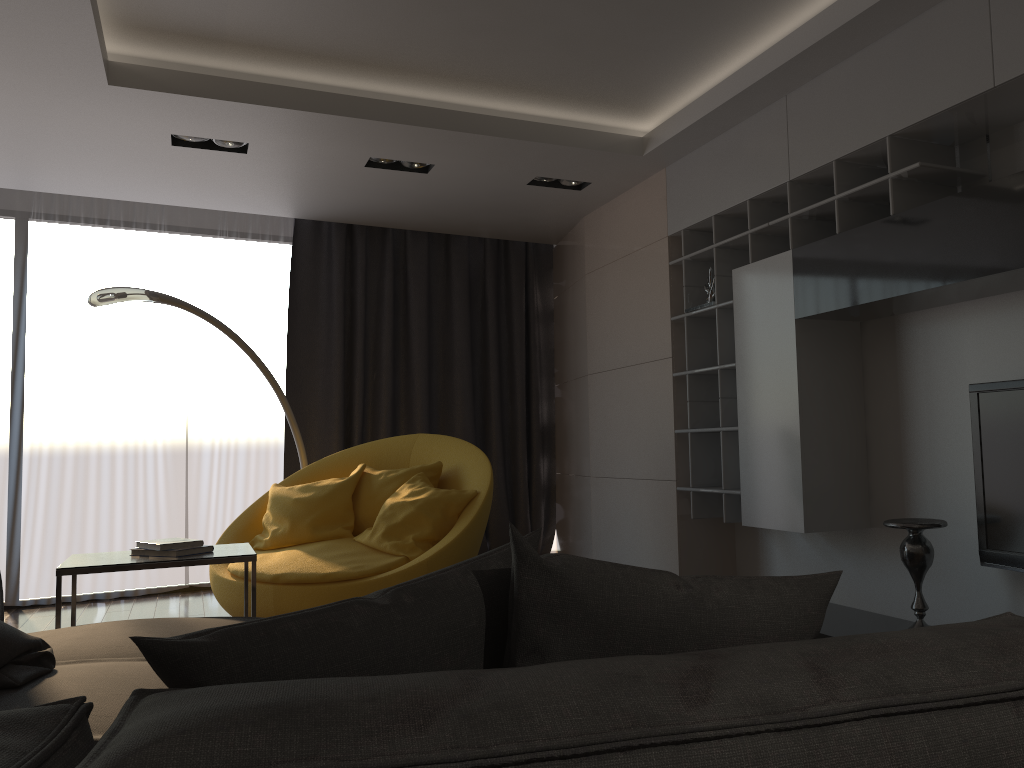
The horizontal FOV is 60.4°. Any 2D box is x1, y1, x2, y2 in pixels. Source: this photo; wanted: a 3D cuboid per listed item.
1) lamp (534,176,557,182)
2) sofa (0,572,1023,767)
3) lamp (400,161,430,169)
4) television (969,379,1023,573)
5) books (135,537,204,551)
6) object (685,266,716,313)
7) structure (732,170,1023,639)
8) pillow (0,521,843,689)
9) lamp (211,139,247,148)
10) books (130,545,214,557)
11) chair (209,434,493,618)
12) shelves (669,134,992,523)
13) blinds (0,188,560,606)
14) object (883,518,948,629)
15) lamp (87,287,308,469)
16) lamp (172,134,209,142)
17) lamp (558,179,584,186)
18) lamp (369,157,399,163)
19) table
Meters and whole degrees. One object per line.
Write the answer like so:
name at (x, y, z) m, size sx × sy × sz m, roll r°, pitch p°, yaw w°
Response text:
lamp at (0.201, -1.262, 5.310) m, size 0.179 × 0.077 × 0.175 m, roll -1°, pitch -4°, yaw -4°
sofa at (-0.330, 0.695, 1.778) m, size 2.807 × 0.704 × 2.420 m, roll -1°, pitch -4°, yaw -13°
lamp at (-0.545, -1.267, 4.971) m, size 0.181 × 0.077 × 0.173 m, roll -1°, pitch -4°, yaw -11°
television at (2.018, 0.316, 2.907) m, size 0.150 × 0.715 × 1.058 m, roll 1°, pitch -5°, yaw -20°
books at (-1.236, 0.577, 3.175) m, size 0.194 × 0.022 × 0.163 m, roll -5°, pitch -6°, yaw 43°
object at (1.133, -0.516, 4.791) m, size 0.296 × 0.227 × 0.273 m, roll 0°, pitch -5°, yaw -23°
structure at (1.740, 0.199, 3.144) m, size 0.499 × 1.767 × 2.768 m, roll 1°, pitch -5°, yaw -20°
pillow at (-0.707, 0.411, 1.220) m, size 2.007 × 0.431 × 1.103 m, roll -4°, pitch -5°, yaw 29°
lamp at (-1.462, -1.273, 4.554) m, size 0.181 × 0.077 × 0.173 m, roll -1°, pitch -4°, yaw -11°
books at (-1.223, 0.599, 3.167) m, size 0.222 × 0.023 × 0.169 m, roll -4°, pitch -5°, yaw 26°
chair at (-0.801, 0.758, 4.526) m, size 1.443 × 1.006 × 1.192 m, roll -4°, pitch -5°, yaw 33°
shelves at (1.408, -0.120, 4.205) m, size 0.394 × 1.601 × 1.845 m, roll 1°, pitch -5°, yaw -20°
blinds at (-3.113, -0.064, 5.288) m, size 7.866 × 2.895 × 0.712 m, roll 1°, pitch -5°, yaw -31°
object at (1.587, 0.772, 3.435) m, size 0.252 × 0.475 × 0.227 m, roll 1°, pitch -5°, yaw -30°
lamp at (-0.583, 0.465, 5.936) m, size 4.472 × 1.780 × 0.550 m, roll 2°, pitch -6°, yaw -43°
lamp at (-1.633, -1.274, 4.476) m, size 0.185 × 0.077 × 0.168 m, roll 1°, pitch -5°, yaw -28°
lamp at (0.372, -1.261, 5.388) m, size 0.181 × 0.077 × 0.173 m, roll -1°, pitch -4°, yaw -11°
lamp at (-0.717, -1.268, 4.893) m, size 0.179 × 0.077 × 0.175 m, roll -1°, pitch -4°, yaw -4°
table at (-1.247, 0.890, 3.130) m, size 0.626 × 0.563 × 0.432 m, roll 1°, pitch -5°, yaw -23°
